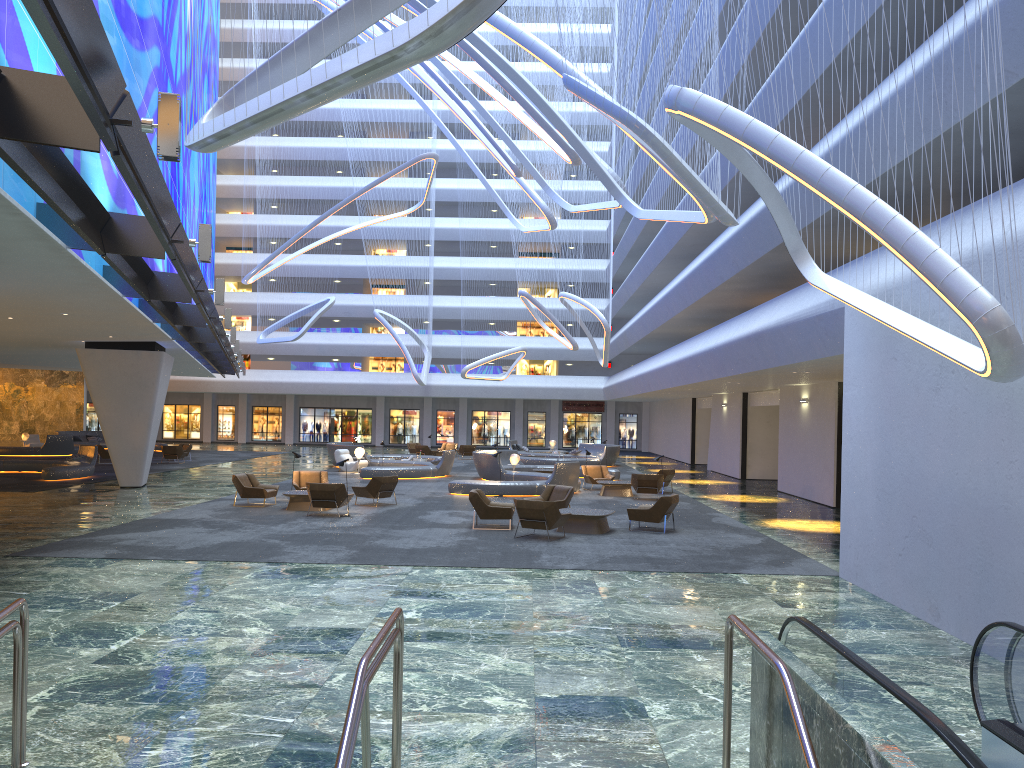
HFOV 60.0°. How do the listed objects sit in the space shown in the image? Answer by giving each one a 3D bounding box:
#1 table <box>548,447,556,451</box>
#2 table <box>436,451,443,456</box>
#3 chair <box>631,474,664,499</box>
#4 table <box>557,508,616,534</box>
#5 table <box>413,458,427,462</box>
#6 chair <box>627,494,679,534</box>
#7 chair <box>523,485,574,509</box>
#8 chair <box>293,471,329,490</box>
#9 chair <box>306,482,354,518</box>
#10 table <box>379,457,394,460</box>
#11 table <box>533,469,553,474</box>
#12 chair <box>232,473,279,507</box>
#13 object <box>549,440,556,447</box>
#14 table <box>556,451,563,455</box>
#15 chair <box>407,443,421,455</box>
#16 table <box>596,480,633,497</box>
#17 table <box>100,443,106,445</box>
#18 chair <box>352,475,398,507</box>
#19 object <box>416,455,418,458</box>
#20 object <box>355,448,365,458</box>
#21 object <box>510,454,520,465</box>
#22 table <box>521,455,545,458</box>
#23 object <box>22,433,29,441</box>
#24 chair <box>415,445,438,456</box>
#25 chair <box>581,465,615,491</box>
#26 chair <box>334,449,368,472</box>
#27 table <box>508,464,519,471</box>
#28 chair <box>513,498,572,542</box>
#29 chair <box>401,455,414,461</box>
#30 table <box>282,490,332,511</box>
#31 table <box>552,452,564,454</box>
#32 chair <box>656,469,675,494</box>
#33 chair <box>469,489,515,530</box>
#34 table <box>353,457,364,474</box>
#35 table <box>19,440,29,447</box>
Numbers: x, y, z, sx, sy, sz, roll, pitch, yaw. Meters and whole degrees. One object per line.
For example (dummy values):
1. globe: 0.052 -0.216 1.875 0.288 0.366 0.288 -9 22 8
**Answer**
1. table: 2.228 3.803 48.979 0.418 0.595 0.427 2 -1 -45
2. table: -4.164 3.674 45.881 1.203 0.392 1.204 0 -2 37
3. chair: 3.862 2.935 25.356 0.929 0.766 0.939 1 -1 7
4. table: 1.475 2.812 18.182 1.203 0.392 1.204 1 -2 19
5. table: -3.893 3.410 38.292 0.674 0.406 0.671 2 -2 -37
6. chair: 2.940 2.672 18.447 0.938 0.766 0.930 1 -1 26
7. chair: 0.851 2.679 19.885 0.939 0.766 0.929 2 -2 -37
8. chair: -5.238 2.665 23.045 0.929 0.766 0.939 2 -1 -15
9. chair: -4.111 2.577 19.889 0.929 0.766 0.939 1 -1 7
10. table: -5.388 3.371 38.043 0.673 0.406 0.671 1 -2 21
11. table: 1.344 3.298 32.020 1.203 0.392 1.204 1 -2 2
12. chair: -6.289 2.595 21.687 0.938 0.766 0.930 1 -1 10
13. object: 2.319 3.368 50.290 0.367 0.387 0.318 1 -1 -17
14. table: 2.339 3.636 44.209 0.418 0.595 0.428 1 -1 -3
15. chair: -5.071 3.519 47.130 0.938 0.766 0.930 0 -2 45
16. table: 3.143 3.146 26.658 1.203 0.392 1.204 1 -2 1
17. table: -21.584 3.358 47.194 0.671 0.406 0.673 3 -2 -44
18. chair: -3.410 2.677 22.326 0.938 0.766 0.930 0 -1 34
19. object: -4.097 3.145 38.315 0.071 0.118 0.151 1 -1 11
20. object: -5.775 2.603 33.619 0.367 0.387 0.318 1 -1 -17
21. object: 0.101 2.633 31.034 0.367 0.387 0.318 1 -1 8
22. table: 1.046 3.689 43.247 1.203 0.392 1.204 1 -2 2
23. object: -23.803 2.573 43.353 0.367 0.387 0.318 1 -1 8
24. chair: -4.326 3.438 44.406 0.929 0.766 0.939 0 -2 42
25. chair: 2.735 3.023 28.512 0.929 0.766 0.939 2 -1 -15
26. chair: -6.232 2.988 34.411 1.157 0.882 0.729 1 -1 20
27. table: 0.049 3.122 31.004 0.418 0.595 0.428 1 -1 0
28. chair: 0.546 2.569 16.950 0.929 0.766 0.939 1 -1 28
29. chair: -5.036 3.345 38.432 1.785 0.501 0.585 3 -2 -35
30. table: -4.830 2.788 21.191 1.203 0.392 1.204 1 -2 2
31. table: 2.460 3.871 47.599 0.671 0.406 0.674 1 -2 -2
32. chair: 4.563 3.036 27.793 0.938 0.766 0.930 0 -1 34
33. chair: -0.410 2.600 18.378 0.938 0.766 0.930 1 -1 3
34. table: -5.811 3.092 33.575 0.418 0.595 0.427 2 -1 -25
35. table: -23.856 3.062 43.324 0.418 0.595 0.428 1 -1 0
